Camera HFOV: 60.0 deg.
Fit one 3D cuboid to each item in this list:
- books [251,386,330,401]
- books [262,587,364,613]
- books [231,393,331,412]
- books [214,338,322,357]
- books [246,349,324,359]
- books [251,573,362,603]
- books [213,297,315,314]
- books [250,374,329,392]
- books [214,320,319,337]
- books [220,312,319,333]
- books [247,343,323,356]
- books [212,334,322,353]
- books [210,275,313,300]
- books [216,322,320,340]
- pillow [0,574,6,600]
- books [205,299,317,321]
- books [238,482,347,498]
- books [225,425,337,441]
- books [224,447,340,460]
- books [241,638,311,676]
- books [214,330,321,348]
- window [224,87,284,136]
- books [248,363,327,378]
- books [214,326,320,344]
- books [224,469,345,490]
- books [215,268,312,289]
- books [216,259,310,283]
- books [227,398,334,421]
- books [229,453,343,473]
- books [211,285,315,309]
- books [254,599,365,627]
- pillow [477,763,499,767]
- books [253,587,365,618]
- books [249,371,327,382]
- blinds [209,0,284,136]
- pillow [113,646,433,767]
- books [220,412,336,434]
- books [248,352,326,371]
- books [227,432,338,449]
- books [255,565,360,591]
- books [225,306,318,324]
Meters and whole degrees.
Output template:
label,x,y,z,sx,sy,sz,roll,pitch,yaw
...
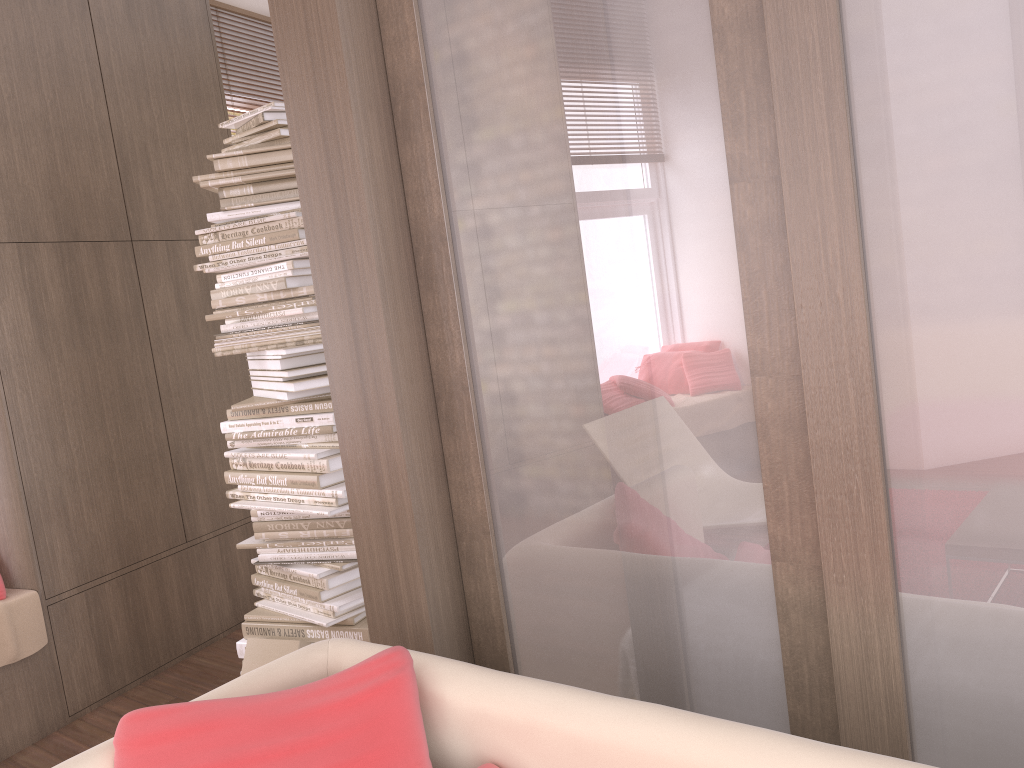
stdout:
label,x,y,z,sx,sy,sz,roll,pitch,yaw
books,-0.687,0.008,3.073,0.322,0.030,0.435,-11,7,-30
books,-0.596,0.690,3.085,0.468,0.021,0.350,-2,8,45
books,-0.702,0.032,3.096,0.450,0.022,0.364,-8,6,0
books,-0.742,-0.140,3.041,0.469,0.015,0.267,-6,6,15
books,-0.692,-0.118,3.062,0.345,0.010,0.443,-11,7,-30
books,-0.656,0.663,3.118,0.432,0.038,0.339,-2,8,45
books,-0.794,-0.275,3.053,0.368,0.009,0.262,-6,6,15
books,-0.670,-0.021,3.030,0.317,0.030,0.524,-11,7,-30
books,-0.774,-0.204,3.072,0.395,0.007,0.308,-6,6,15
books,-0.761,-0.224,3.075,0.379,0.028,0.297,-6,6,15
books,-0.688,-0.131,3.031,0.326,0.018,0.500,-11,7,-30
books,-0.763,-0.155,3.062,0.444,0.015,0.279,-6,6,15
books,-0.797,-0.337,3.061,0.379,0.039,0.297,-4,7,35
books,-0.754,-0.196,3.057,0.412,0.011,0.308,-6,6,15
pillow,-2.024,0.670,3.148,0.357,0.278,0.264,-13,8,-42
books,-0.768,-0.263,3.045,0.467,0.020,0.283,-6,6,15
books,-0.607,0.317,3.075,0.566,0.025,0.423,-3,8,40
books,-0.702,0.138,3.066,0.442,0.025,0.346,-5,7,25
books,-0.689,0.206,3.099,0.510,0.020,0.399,-3,8,40
books,-0.777,1.019,2.838,0.218,0.363,0.246,-5,7,25
books,-0.756,-0.170,3.059,0.432,0.013,0.288,-6,6,15
window,-1.564,-0.618,5.313,0.160,2.229,1.407,-5,7,27
books,-0.683,-0.062,3.044,0.323,0.020,0.484,-11,7,-30
books,-0.746,-0.183,3.047,0.446,0.012,0.291,-6,6,15
books,-0.683,0.287,3.109,0.522,0.046,0.410,-3,8,40
books,-0.780,-0.367,3.049,0.388,0.020,0.287,-4,7,35
books,-0.767,-0.391,3.029,0.379,0.028,0.297,-4,7,35
books,-0.671,0.060,3.076,0.518,0.038,0.341,-5,7,25
books,-0.655,0.234,3.109,0.542,0.046,0.421,-3,8,40
books,-0.786,-0.305,3.054,0.379,0.028,0.297,-6,6,15
books,-0.625,0.739,3.078,0.448,0.013,0.350,-2,8,45
pillow,-0.073,0.744,1.104,0.507,0.224,0.467,-12,7,-37
books,-0.637,0.716,3.122,0.506,0.023,0.330,-2,8,45
books,-0.712,-0.043,3.070,0.294,0.013,0.413,-11,7,-30
blinds,-1.625,-1.639,5.165,0.042,1.138,1.373,-5,7,27
pillow,-0.341,0.676,1.313,0.498,0.377,0.379,-10,6,-15
books,-0.707,0.104,3.086,0.469,0.038,0.364,-5,7,25
books,-0.711,-0.091,3.067,0.308,0.036,0.417,-11,7,-30
books,-0.688,0.162,3.103,0.469,0.028,0.368,-5,7,25
books,-0.632,0.620,3.116,0.448,0.038,0.348,-2,8,45
books,-0.746,-0.247,3.049,0.388,0.020,0.287,-4,7,35
